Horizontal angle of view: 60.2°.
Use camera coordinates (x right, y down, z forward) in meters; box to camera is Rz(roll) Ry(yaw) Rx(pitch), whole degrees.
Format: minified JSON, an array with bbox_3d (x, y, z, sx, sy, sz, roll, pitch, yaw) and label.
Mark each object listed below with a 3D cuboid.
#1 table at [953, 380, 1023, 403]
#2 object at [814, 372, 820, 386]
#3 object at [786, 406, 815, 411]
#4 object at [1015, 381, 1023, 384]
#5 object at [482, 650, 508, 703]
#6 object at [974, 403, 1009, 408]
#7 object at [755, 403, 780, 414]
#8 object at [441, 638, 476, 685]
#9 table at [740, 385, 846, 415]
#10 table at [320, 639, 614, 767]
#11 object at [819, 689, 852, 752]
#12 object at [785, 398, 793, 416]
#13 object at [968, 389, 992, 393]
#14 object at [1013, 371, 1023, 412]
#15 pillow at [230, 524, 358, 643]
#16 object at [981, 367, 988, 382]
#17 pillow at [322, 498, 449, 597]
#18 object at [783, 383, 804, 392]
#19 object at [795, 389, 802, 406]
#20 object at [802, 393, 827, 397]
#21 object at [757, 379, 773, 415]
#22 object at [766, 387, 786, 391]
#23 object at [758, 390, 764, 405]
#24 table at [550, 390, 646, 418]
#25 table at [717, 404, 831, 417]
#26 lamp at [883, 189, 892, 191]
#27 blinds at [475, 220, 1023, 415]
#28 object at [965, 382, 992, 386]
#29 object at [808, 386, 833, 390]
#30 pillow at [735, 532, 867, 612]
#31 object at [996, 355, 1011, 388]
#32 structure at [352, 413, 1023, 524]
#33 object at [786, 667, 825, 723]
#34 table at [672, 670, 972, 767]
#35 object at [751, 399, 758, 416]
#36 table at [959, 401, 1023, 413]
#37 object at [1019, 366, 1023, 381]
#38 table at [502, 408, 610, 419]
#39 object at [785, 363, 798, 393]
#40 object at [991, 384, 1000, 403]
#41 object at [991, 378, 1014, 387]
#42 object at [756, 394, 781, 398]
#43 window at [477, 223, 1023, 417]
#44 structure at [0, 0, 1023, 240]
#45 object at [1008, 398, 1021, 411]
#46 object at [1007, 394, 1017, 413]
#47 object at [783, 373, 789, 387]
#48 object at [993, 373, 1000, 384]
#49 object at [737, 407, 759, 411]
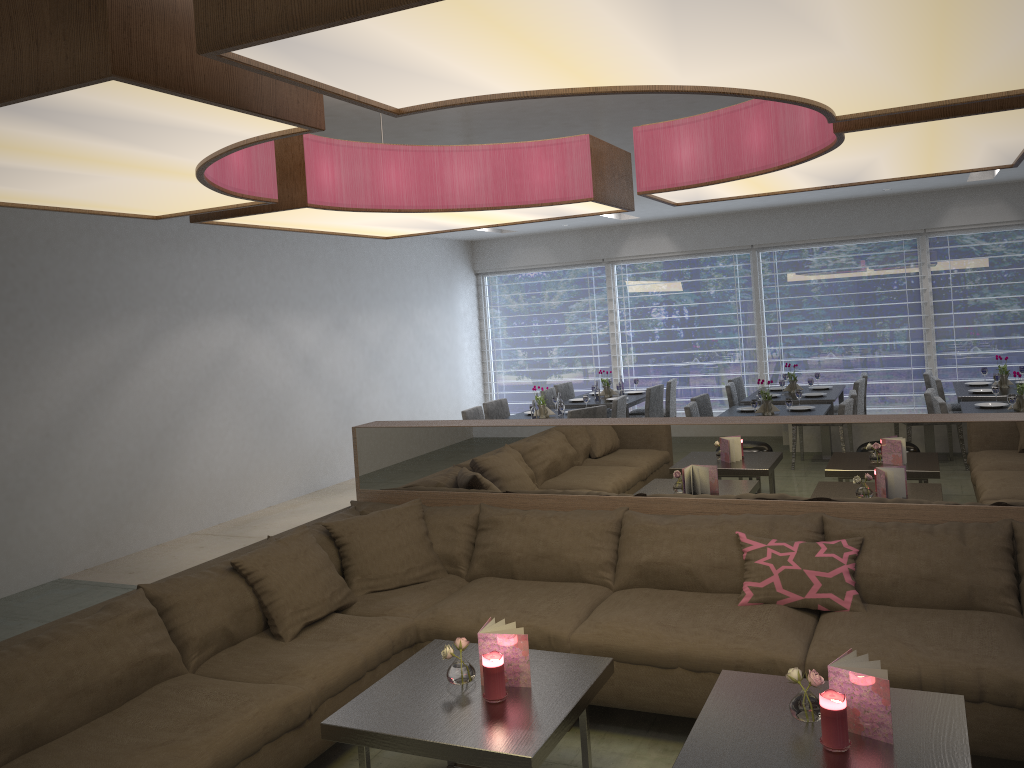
[{"bbox_3d":[4.141,0.347,7.360,0.776,0.633,1.194,-3,4,25],"label":"table"},{"bbox_3d":[2.905,-0.040,8.401,0.053,0.139,0.053,-4,1,-23],"label":"object"},{"bbox_3d":[2.245,0.190,6.870,0.216,0.015,0.218,-2,5,25],"label":"object"},{"bbox_3d":[4.413,-0.012,7.538,0.216,0.015,0.218,-2,5,25],"label":"object"},{"bbox_3d":[-0.053,0.857,2.593,0.075,0.128,0.075,-4,1,-3],"label":"object"},{"bbox_3d":[3.429,0.153,6.322,0.216,0.015,0.218,-2,5,25],"label":"object"},{"bbox_3d":[1.954,0.176,6.764,0.203,0.100,0.070,-4,2,-5],"label":"object"},{"bbox_3d":[-0.164,0.854,2.731,0.100,0.129,0.095,-4,2,8],"label":"object"},{"bbox_3d":[2.608,0.395,8.070,0.776,0.633,1.194,-3,4,25],"label":"table"},{"bbox_3d":[-0.096,1.125,2.669,0.656,0.411,0.660,-2,4,25],"label":"table"},{"bbox_3d":[0.797,0.831,2.188,0.075,0.128,0.075,-4,1,-3],"label":"object"},{"bbox_3d":[2.039,0.172,6.499,0.053,0.139,0.053,-4,1,-17],"label":"object"},{"bbox_3d":[3.819,0.058,7.169,0.216,0.015,0.218,-2,5,25],"label":"object"},{"bbox_3d":[3.459,0.047,5.993,0.104,0.276,0.155,-4,1,22],"label":"object"},{"bbox_3d":[-0.855,0.777,3.487,0.311,0.339,0.496,-3,3,19],"label":"pillow"},{"bbox_3d":[4.177,-0.080,7.812,0.053,0.139,0.053,-4,1,-23],"label":"object"},{"bbox_3d":[-0.552,0.727,3.882,0.504,0.356,0.297,-6,3,-33],"label":"pillow"},{"bbox_3d":[2.590,0.022,8.142,0.203,0.100,0.070,-4,2,-5],"label":"object"},{"bbox_3d":[2.280,0.114,7.023,0.053,0.139,0.053,-4,1,-17],"label":"object"},{"bbox_3d":[2.635,0.096,7.717,0.216,0.015,0.218,-2,5,25],"label":"object"},{"bbox_3d":[1.926,0.095,6.703,0.104,0.276,0.155,-4,1,22],"label":"object"},{"bbox_3d":[2.531,0.047,8.410,0.216,0.015,0.218,-2,5,25],"label":"object"},{"bbox_3d":[2.016,0.122,7.145,0.053,0.139,0.053,-4,1,-17],"label":"object"},{"bbox_3d":[0.983,0.446,8.823,0.776,0.633,1.194,-3,4,25],"label":"table"},{"bbox_3d":[1.973,0.549,6.692,0.776,0.633,1.194,-3,4,25],"label":"table"},{"bbox_3d":[3.701,-1.918,8.722,0.089,0.007,0.089,-6,5,-20],"label":"lamp"},{"bbox_3d":[2.798,-0.574,10.049,7.084,2.042,0.045,-2,1,25],"label":"blinds"},{"bbox_3d":[4.064,-0.001,7.700,0.216,0.015,0.218,-2,5,25],"label":"object"},{"bbox_3d":[2.880,0.036,8.248,0.216,0.015,0.218,-2,5,25],"label":"object"},{"bbox_3d":[1.062,0.695,3.265,0.463,0.252,0.181,-3,2,20],"label":"pillow"},{"bbox_3d":[4.094,-0.107,7.372,0.104,0.276,0.155,-4,1,22],"label":"object"},{"bbox_3d":[0.965,0.659,3.850,3.767,1.007,0.224,-2,1,25],"label":"structure"},{"bbox_3d":[0.778,0.819,2.348,0.092,0.132,0.102,-4,2,-10],"label":"object"},{"bbox_3d":[0.812,1.096,2.249,0.656,0.411,0.660,-2,4,25],"label":"table"},{"bbox_3d":[1.801,0.184,6.556,0.053,0.139,0.053,-4,1,-17],"label":"object"},{"bbox_3d":[3.506,0.501,5.982,0.776,0.633,1.194,-3,4,25],"label":"table"},{"bbox_3d":[4.441,-0.088,7.689,0.053,0.139,0.053,-4,1,-23],"label":"object"},{"bbox_3d":[0.291,0.602,7.471,0.776,0.633,1.194,-3,4,25],"label":"table"},{"bbox_3d":[2.561,-0.059,8.082,0.104,0.276,0.155,-4,1,22],"label":"object"},{"bbox_3d":[3.528,0.074,6.445,0.053,0.139,0.053,-4,1,-23],"label":"object"},{"bbox_3d":[4.123,-0.026,7.432,0.203,0.100,0.070,-4,2,-5],"label":"object"},{"bbox_3d":[2.286,0.107,7.879,0.216,0.015,0.218,-2,5,25],"label":"object"},{"bbox_3d":[2.854,-0.558,10.140,7.089,2.071,0.159,-2,1,25],"label":"window"},{"bbox_3d":[0.011,-0.854,2.275,2.438,0.618,2.457,-2,5,25],"label":"structure"},{"bbox_3d":[3.487,0.128,6.054,0.203,0.100,0.070,-4,2,-5],"label":"object"},{"bbox_3d":[3.314,0.136,5.856,0.053,0.139,0.053,-4,1,-17],"label":"object"},{"bbox_3d":[2.641,-0.031,8.523,0.053,0.139,0.053,-4,1,-17],"label":"object"},{"bbox_3d":[3.962,-0.018,7.222,0.053,0.139,0.053,-4,1,-23],"label":"object"},{"bbox_3d":[1.895,0.201,7.032,0.216,0.015,0.218,-2,5,25],"label":"object"}]
